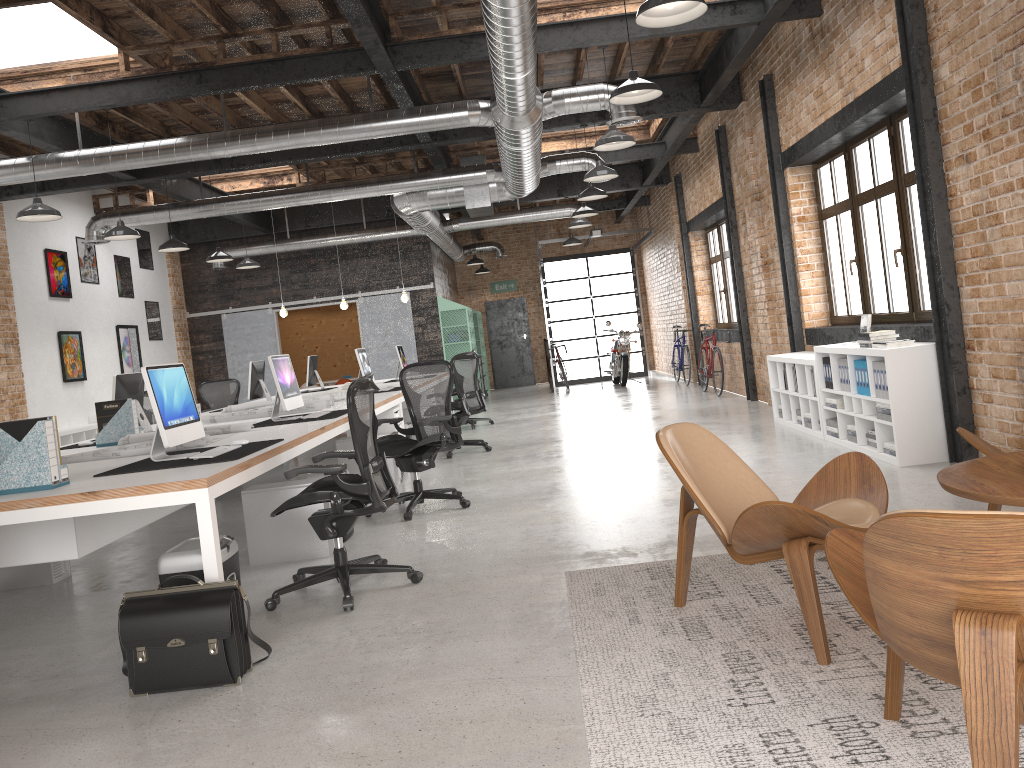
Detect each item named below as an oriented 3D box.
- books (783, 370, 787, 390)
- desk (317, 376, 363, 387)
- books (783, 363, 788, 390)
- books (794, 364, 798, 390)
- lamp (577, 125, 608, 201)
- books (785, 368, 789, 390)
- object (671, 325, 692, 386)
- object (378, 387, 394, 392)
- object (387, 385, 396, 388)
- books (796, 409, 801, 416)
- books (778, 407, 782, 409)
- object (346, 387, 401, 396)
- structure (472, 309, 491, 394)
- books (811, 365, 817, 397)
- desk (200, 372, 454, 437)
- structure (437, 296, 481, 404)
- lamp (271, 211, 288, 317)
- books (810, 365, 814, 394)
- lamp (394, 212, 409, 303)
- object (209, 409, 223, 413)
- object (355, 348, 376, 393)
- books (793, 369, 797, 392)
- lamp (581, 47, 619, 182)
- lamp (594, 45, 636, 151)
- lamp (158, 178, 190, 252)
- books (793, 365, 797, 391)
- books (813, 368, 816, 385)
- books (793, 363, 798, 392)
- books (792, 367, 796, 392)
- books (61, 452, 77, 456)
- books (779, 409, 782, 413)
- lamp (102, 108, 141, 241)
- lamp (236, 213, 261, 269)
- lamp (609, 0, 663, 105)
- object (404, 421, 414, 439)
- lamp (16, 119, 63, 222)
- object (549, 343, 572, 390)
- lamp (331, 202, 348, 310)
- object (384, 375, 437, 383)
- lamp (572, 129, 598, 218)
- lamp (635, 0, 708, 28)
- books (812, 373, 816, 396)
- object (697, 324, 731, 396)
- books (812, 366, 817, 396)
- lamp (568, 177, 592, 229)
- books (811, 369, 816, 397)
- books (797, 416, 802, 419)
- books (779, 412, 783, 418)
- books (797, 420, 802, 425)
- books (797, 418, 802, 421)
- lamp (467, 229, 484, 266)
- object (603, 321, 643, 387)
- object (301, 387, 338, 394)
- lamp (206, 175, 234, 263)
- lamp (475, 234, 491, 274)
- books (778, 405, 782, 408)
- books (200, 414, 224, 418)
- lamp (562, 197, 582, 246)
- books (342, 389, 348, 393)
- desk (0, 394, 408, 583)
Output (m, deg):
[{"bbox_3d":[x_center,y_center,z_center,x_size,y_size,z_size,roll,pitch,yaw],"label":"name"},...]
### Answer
[{"bbox_3d":[2.813,-0.116,8.732,0.271,0.354,0.063,-7,0,6],"label":"books"},{"bbox_3d":[-3.252,0.239,18.478,1.998,0.731,0.999,-7,2,2],"label":"desk"},{"bbox_3d":[2.797,-0.076,8.701,0.221,0.283,0.061,-7,0,6],"label":"books"},{"bbox_3d":[2.794,-0.090,8.294,0.271,0.354,0.063,-7,0,6],"label":"books"},{"bbox_3d":[0.899,-2.617,10.444,0.361,0.856,0.363,-7,1,24],"label":"lamp"},{"bbox_3d":[2.794,-0.052,8.667,0.197,0.240,0.058,-7,0,6],"label":"books"},{"bbox_3d":[2.975,-0.519,15.679,0.402,1.039,1.739,-7,2,-4],"label":"object"},{"bbox_3d":[-1.380,0.057,9.670,0.118,0.017,0.439,-7,3,2],"label":"object"},{"bbox_3d":[-1.365,0.032,9.997,0.106,0.028,0.059,-7,2,0],"label":"object"},{"bbox_3d":[2.802,0.260,8.272,0.217,0.078,0.291,-7,3,2],"label":"books"},{"bbox_3d":[2.814,0.225,8.879,0.219,0.039,0.260,-7,3,2],"label":"books"},{"bbox_3d":[-1.486,0.081,9.710,0.687,0.008,0.849,-7,3,2],"label":"object"},{"bbox_3d":[-0.884,-0.804,19.793,0.556,2.099,1.119,-7,1,2],"label":"structure"},{"bbox_3d":[2.761,-0.056,7.724,0.258,0.354,0.049,-7,0,6],"label":"books"},{"bbox_3d":[-2.141,0.468,11.262,2.311,0.769,5.117,-7,3,2],"label":"desk"},{"bbox_3d":[-0.959,-0.633,16.722,0.556,2.099,1.119,-7,1,2],"label":"structure"},{"bbox_3d":[-3.529,-1.838,13.324,0.123,1.678,0.123,-7,0,-1],"label":"lamp"},{"bbox_3d":[2.777,-0.038,7.808,0.258,0.305,0.040,-7,0,6],"label":"books"},{"bbox_3d":[-1.702,-2.055,13.278,0.123,1.678,0.123,-7,0,-1],"label":"lamp"},{"bbox_3d":[-2.885,0.243,9.821,0.687,0.008,0.849,-7,3,1],"label":"object"},{"bbox_3d":[-1.628,-0.149,9.701,0.189,0.485,0.484,-7,2,2],"label":"object"},{"bbox_3d":[2.759,-0.032,8.368,0.162,0.240,0.054,-7,0,6],"label":"books"},{"bbox_3d":[0.836,-2.795,9.121,0.363,1.362,0.361,-7,0,-26],"label":"lamp"},{"bbox_3d":[0.828,-2.457,7.571,0.361,0.856,0.363,-7,1,19],"label":"lamp"},{"bbox_3d":[-4.088,-2.024,10.570,0.361,0.856,0.362,-7,1,9],"label":"lamp"},{"bbox_3d":[2.794,-0.093,8.348,0.258,0.354,0.049,-7,0,6],"label":"books"},{"bbox_3d":[2.761,-0.053,7.670,0.271,0.354,0.063,-7,0,6],"label":"books"},{"bbox_3d":[2.795,-0.091,8.324,0.258,0.352,0.070,-7,0,6],"label":"books"},{"bbox_3d":[2.766,-0.046,8.398,0.182,0.262,0.057,-7,0,6],"label":"books"},{"bbox_3d":[-2.893,0.463,5.549,0.200,0.024,0.236,-5,4,35],"label":"books"},{"bbox_3d":[2.814,0.251,8.887,0.207,0.067,0.275,-7,3,2],"label":"books"},{"bbox_3d":[-4.150,-2.201,9.247,0.362,1.362,0.362,-7,0,-6],"label":"lamp"},{"bbox_3d":[-4.020,-2.178,13.325,0.361,0.856,0.363,-7,1,19],"label":"lamp"},{"bbox_3d":[0.759,-2.621,6.010,0.361,1.362,0.362,-7,0,19],"label":"lamp"},{"bbox_3d":[-1.116,0.619,8.976,0.250,0.465,0.338,-7,1,2],"label":"object"},{"bbox_3d":[-4.158,-1.863,7.697,0.361,0.856,0.363,-7,1,19],"label":"lamp"},{"bbox_3d":[1.060,-0.371,19.072,0.409,1.033,1.737,-7,2,8],"label":"object"},{"bbox_3d":[-2.615,-1.947,13.301,0.123,1.678,0.123,-7,0,-1],"label":"lamp"},{"bbox_3d":[-1.418,-0.074,12.476,0.687,0.008,0.849,-7,3,1],"label":"object"},{"bbox_3d":[0.906,-2.955,11.994,0.361,1.362,0.362,-7,0,9],"label":"lamp"},{"bbox_3d":[0.751,-2.283,4.460,0.362,0.856,0.361,-7,1,-21],"label":"lamp"},{"bbox_3d":[2.726,0.005,7.744,0.162,0.240,0.054,-7,0,6],"label":"books"},{"bbox_3d":[2.911,-0.375,13.096,0.402,1.039,1.739,-7,2,-4],"label":"object"},{"bbox_3d":[2.762,-0.054,7.700,0.258,0.352,0.070,-7,0,6],"label":"books"},{"bbox_3d":[0.966,-2.771,13.199,0.361,0.856,0.363,-7,1,19],"label":"lamp"},{"bbox_3d":[2.733,-0.009,7.774,0.182,0.262,0.057,-7,0,6],"label":"books"},{"bbox_3d":[2.802,0.297,8.254,0.214,0.046,0.252,-7,3,2],"label":"books"},{"bbox_3d":[2.827,0.301,8.895,0.217,0.072,0.290,-7,3,2],"label":"books"},{"bbox_3d":[2.805,0.341,8.267,0.207,0.061,0.274,-7,3,2],"label":"books"},{"bbox_3d":[2.805,0.315,8.258,0.219,0.034,0.260,-7,3,2],"label":"books"},{"bbox_3d":[-0.798,-3.028,17.481,0.362,1.338,0.361,-7,0,-21],"label":"lamp"},{"bbox_3d":[2.240,-0.644,18.145,0.814,1.359,2.176,-7,2,-10],"label":"object"},{"bbox_3d":[-2.824,0.106,12.290,0.687,0.008,0.849,-7,3,1],"label":"object"},{"bbox_3d":[-4.080,-2.362,12.120,0.361,1.362,0.362,-7,0,9],"label":"lamp"},{"bbox_3d":[-0.737,-3.166,19.950,0.362,1.338,0.361,-7,0,-21],"label":"lamp"},{"bbox_3d":[2.811,0.207,8.875,0.214,0.052,0.252,-7,3,2],"label":"books"},{"bbox_3d":[-2.851,0.308,8.436,0.243,0.019,0.206,-4,4,39],"label":"books"},{"bbox_3d":[1.032,-2.921,15.885,0.362,0.856,0.361,-7,1,-21],"label":"lamp"},{"bbox_3d":[-1.864,0.072,10.334,0.200,0.050,0.272,-7,3,-1],"label":"books"},{"bbox_3d":[-2.267,0.754,6.145,2.311,0.769,5.117,-7,3,2],"label":"desk"}]
